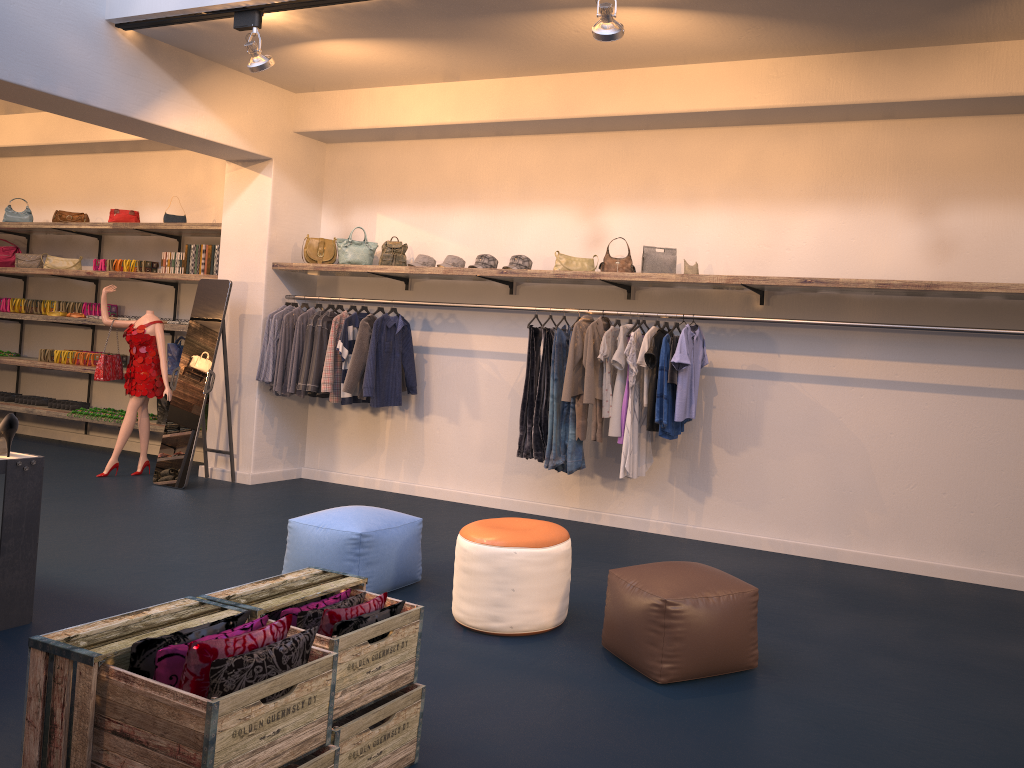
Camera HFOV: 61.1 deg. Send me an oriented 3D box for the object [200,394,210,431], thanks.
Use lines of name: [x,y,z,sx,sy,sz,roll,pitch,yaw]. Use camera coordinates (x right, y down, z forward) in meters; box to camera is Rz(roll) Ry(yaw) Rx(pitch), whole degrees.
object: [-2.830,0.265,8.235,0.200,0.339,0.404,4,0,36]

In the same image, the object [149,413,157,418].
object: [-3.588,0.321,8.689,0.083,0.067,0.240,4,2,9]

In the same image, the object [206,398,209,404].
object: [-2.981,0.244,8.269,0.152,0.356,0.366,3,0,30]

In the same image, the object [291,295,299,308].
object: [-1.946,-0.685,7.759,0.009,0.220,0.459,3,1,31]

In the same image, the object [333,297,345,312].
object: [-1.501,-0.646,7.556,0.009,0.220,0.459,3,1,31]

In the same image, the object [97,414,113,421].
object: [-4.007,0.326,8.581,0.078,0.058,0.248,5,2,26]

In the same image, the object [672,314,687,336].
object: [1.241,-0.420,6.287,0.016,0.179,0.433,3,1,32]

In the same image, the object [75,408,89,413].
object: [-4.311,0.267,8.793,0.077,0.063,0.254,5,2,35]

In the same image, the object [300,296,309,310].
object: [-1.842,-0.677,7.714,0.009,0.220,0.459,3,1,31]

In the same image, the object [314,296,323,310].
object: [-1.704,-0.665,7.651,0.009,0.220,0.459,3,1,31]

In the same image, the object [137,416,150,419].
object: [-3.681,0.322,8.534,0.078,0.067,0.254,5,2,37]

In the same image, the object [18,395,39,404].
object: [-5.199,0.170,9.342,0.201,0.088,0.061,3,1,-33]

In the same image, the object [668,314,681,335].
object: [1.195,-0.406,6.311,0.009,0.220,0.460,3,1,31]

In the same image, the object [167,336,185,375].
object: [-3.155,-0.279,8.421,0.164,0.391,0.407,3,0,43]

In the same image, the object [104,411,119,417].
object: [-3.935,0.301,8.619,0.077,0.063,0.254,5,2,35]

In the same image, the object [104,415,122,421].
object: [-3.923,0.333,8.551,0.078,0.058,0.248,5,2,26]

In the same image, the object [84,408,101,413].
object: [-4.215,0.275,8.780,0.077,0.068,0.254,5,2,37]

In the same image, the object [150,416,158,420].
object: [-3.606,0.353,8.586,0.078,0.058,0.248,5,2,26]

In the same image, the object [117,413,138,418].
object: [-3.778,0.314,8.547,0.079,0.064,0.254,5,2,37]

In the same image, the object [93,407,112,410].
object: [-4.240,0.264,8.959,0.253,0.053,0.079,2,2,-31]

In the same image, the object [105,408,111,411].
object: [-4.122,0.275,8.935,0.080,0.075,0.243,4,2,17]

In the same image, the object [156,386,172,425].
object: [-3.269,0.199,8.457,0.164,0.391,0.407,3,0,43]

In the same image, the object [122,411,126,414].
object: [-3.862,0.298,8.784,0.253,0.053,0.079,2,2,-31]

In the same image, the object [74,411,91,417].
object: [-4.301,0.299,8.726,0.078,0.058,0.248,5,2,26]

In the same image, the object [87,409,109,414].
object: [-4.156,0.280,8.722,0.079,0.064,0.254,5,2,37]

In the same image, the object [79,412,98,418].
object: [-4.231,0.306,8.678,0.078,0.058,0.248,5,2,26]

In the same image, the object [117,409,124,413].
object: [-3.966,0.287,8.864,0.083,0.067,0.240,4,2,9]

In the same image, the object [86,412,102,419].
object: [-4.146,0.313,8.654,0.078,0.058,0.248,5,2,26]

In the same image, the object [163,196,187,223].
object: [-3.266,-1.683,8.432,0.216,0.280,0.054,4,-1,-31]

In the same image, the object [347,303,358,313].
object: [-1.377,-0.637,7.514,0.009,0.220,0.459,3,1,31]

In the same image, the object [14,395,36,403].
object: [-5.256,0.164,9.370,0.201,0.088,0.061,2,1,-37]

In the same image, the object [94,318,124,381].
object: [-3.539,-0.306,7.677,0.089,0.554,0.321,4,-1,8]

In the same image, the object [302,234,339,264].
object: [-1.707,-1.194,7.808,0.344,0.284,0.188,3,0,-33]

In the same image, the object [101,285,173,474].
object: [-3.278,-0.029,7.665,0.742,1.668,0.346,4,-2,3]

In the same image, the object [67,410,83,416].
object: [-4.385,0.292,8.756,0.078,0.058,0.248,5,2,26]

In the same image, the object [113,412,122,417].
object: [-3.837,0.309,8.605,0.077,0.068,0.254,5,2,37]

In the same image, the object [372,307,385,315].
object: [-1.120,-0.612,7.385,0.009,0.220,0.459,3,1,31]

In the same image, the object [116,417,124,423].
object: [-3.768,0.347,8.480,0.078,0.058,0.248,5,2,26]

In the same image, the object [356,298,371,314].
object: [-1.272,-0.628,7.467,0.009,0.220,0.459,3,1,31]

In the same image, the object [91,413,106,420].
object: [-4.076,0.320,8.606,0.078,0.058,0.248,5,2,26]

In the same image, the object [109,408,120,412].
object: [-4.064,0.281,8.877,0.084,0.073,0.238,4,2,8]

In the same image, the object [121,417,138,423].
object: [-3.698,0.354,8.431,0.078,0.058,0.248,5,2,26]

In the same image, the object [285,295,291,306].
object: [-2.004,-0.690,7.785,0.009,0.220,0.459,3,1,31]

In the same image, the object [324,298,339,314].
object: [-1.584,-0.654,7.595,0.009,0.220,0.459,3,1,31]

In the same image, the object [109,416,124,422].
object: [-3.853,0.340,8.503,0.078,0.058,0.248,5,2,26]

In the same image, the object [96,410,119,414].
object: [-4.059,0.288,8.708,0.078,0.067,0.254,5,2,37]
